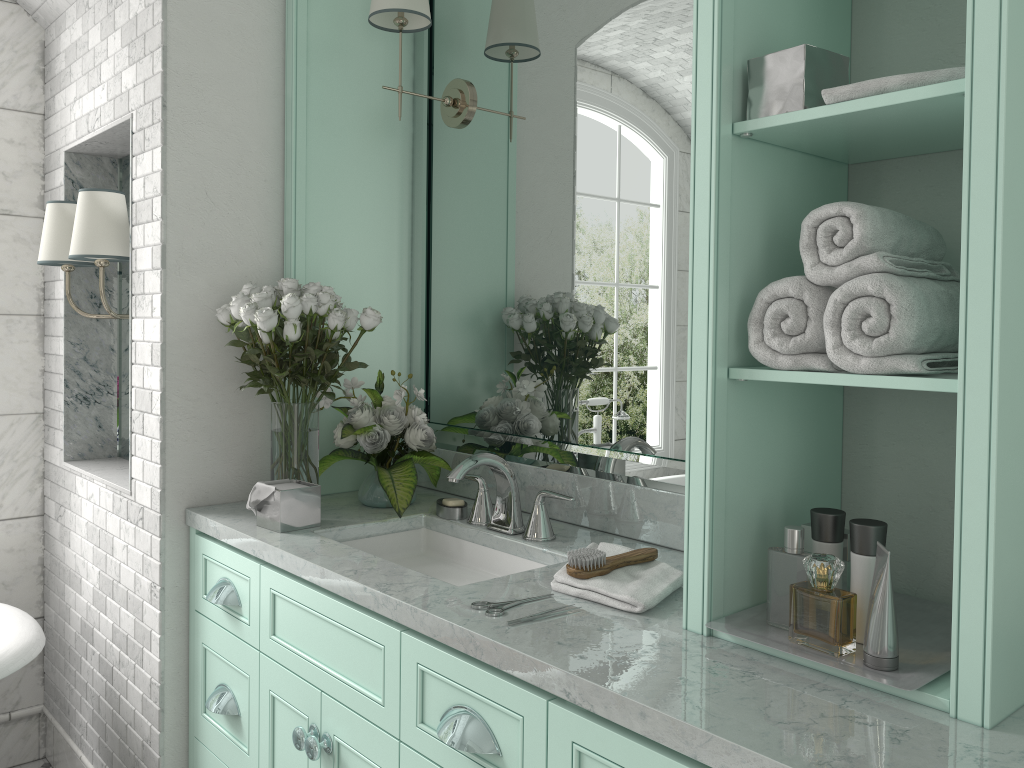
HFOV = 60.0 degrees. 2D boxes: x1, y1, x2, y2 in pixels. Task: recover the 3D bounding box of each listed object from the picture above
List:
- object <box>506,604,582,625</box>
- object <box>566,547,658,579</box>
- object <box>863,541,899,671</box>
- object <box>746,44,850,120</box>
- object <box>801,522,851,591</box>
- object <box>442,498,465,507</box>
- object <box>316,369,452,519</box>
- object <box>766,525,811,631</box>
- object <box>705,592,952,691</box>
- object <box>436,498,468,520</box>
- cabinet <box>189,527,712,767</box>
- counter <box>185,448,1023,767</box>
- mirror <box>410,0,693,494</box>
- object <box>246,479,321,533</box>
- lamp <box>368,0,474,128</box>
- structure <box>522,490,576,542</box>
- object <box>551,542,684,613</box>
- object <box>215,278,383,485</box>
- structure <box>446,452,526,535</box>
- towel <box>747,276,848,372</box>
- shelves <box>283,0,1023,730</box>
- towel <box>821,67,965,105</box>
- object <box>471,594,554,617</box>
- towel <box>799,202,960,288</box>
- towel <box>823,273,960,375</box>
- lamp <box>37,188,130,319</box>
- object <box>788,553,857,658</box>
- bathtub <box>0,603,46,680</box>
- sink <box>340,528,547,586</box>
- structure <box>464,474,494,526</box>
[{"bbox_3d":[0.057,0.412,1.588,0.167,0.005,0.020,-2,5,-37],"label":"object"},{"bbox_3d":[0.211,0.354,1.802,0.228,0.044,0.068,-2,4,-32],"label":"object"},{"bbox_3d":[0.552,0.331,1.321,0.050,0.179,0.050,0,2,-39],"label":"object"},{"bbox_3d":[0.479,-0.492,1.485,0.122,0.105,0.118,-1,3,-36],"label":"object"},{"bbox_3d":[0.558,0.329,1.562,0.035,0.151,0.093,0,2,-38],"label":"object"},{"bbox_3d":[-0.159,0.322,2.410,0.051,0.022,0.077,-1,4,-21],"label":"object"},{"bbox_3d":[-0.358,0.154,2.566,0.394,0.402,0.453,-1,3,-40],"label":"object"},{"bbox_3d":[0.470,0.324,1.481,0.035,0.169,0.093,0,2,-42],"label":"object"},{"bbox_3d":[0.595,0.407,1.486,0.438,0.008,0.350,-2,5,-41],"label":"object"},{"bbox_3d":[-0.165,0.341,2.429,0.080,0.035,0.134,-1,4,-23],"label":"object"},{"bbox_3d":[0.303,1.003,1.681,0.863,1.096,2.801,-1,4,-41],"label":"cabinet"},{"bbox_3d":[0.326,0.368,1.681,0.824,0.181,2.810,-2,5,-41],"label":"counter"},{"bbox_3d":[0.156,-0.733,2.331,0.015,1.931,1.437,0,2,-41],"label":"mirror"},{"bbox_3d":[-0.590,0.308,2.270,0.136,0.112,0.147,3,4,44],"label":"object"},{"bbox_3d":[-0.278,-1.009,2.604,0.309,0.487,0.183,-1,2,-42],"label":"lamp"},{"bbox_3d":[0.098,0.319,2.157,0.157,0.121,0.083,3,3,33],"label":"structure"},{"bbox_3d":[0.207,0.384,1.781,0.239,0.056,0.317,-3,5,-45],"label":"object"},{"bbox_3d":[-0.595,0.034,2.441,0.391,0.653,0.356,0,2,-30],"label":"object"},{"bbox_3d":[-0.056,0.273,2.196,0.103,0.205,0.235,2,3,38],"label":"structure"},{"bbox_3d":[0.547,-0.103,1.520,0.311,0.163,0.153,-2,4,-41],"label":"towel"},{"bbox_3d":[0.425,-0.649,1.727,0.465,2.121,2.812,0,3,-41],"label":"shelves"},{"bbox_3d":[0.667,-0.450,1.392,0.317,0.056,0.239,-3,5,-45],"label":"towel"},{"bbox_3d":[-0.003,0.407,1.666,0.075,0.007,0.175,4,5,40],"label":"object"},{"bbox_3d":[0.611,-0.224,1.468,0.298,0.142,0.169,-2,4,-41],"label":"towel"},{"bbox_3d":[0.637,-0.095,1.414,0.304,0.159,0.160,-2,4,-41],"label":"towel"},{"bbox_3d":[-1.314,-0.403,2.861,0.308,0.383,0.548,-1,3,-41],"label":"lamp"},{"bbox_3d":[0.489,0.341,1.396,0.063,0.147,0.093,0,2,-36],"label":"object"},{"bbox_3d":[-2.283,1.118,2.040,2.166,0.757,0.942,-2,4,-41],"label":"bathtub"},{"bbox_3d":[-0.175,0.450,2.111,0.347,0.079,0.603,-2,5,-41],"label":"sink"},{"bbox_3d":[-0.108,0.304,2.361,0.157,0.121,0.083,3,3,33],"label":"structure"}]
